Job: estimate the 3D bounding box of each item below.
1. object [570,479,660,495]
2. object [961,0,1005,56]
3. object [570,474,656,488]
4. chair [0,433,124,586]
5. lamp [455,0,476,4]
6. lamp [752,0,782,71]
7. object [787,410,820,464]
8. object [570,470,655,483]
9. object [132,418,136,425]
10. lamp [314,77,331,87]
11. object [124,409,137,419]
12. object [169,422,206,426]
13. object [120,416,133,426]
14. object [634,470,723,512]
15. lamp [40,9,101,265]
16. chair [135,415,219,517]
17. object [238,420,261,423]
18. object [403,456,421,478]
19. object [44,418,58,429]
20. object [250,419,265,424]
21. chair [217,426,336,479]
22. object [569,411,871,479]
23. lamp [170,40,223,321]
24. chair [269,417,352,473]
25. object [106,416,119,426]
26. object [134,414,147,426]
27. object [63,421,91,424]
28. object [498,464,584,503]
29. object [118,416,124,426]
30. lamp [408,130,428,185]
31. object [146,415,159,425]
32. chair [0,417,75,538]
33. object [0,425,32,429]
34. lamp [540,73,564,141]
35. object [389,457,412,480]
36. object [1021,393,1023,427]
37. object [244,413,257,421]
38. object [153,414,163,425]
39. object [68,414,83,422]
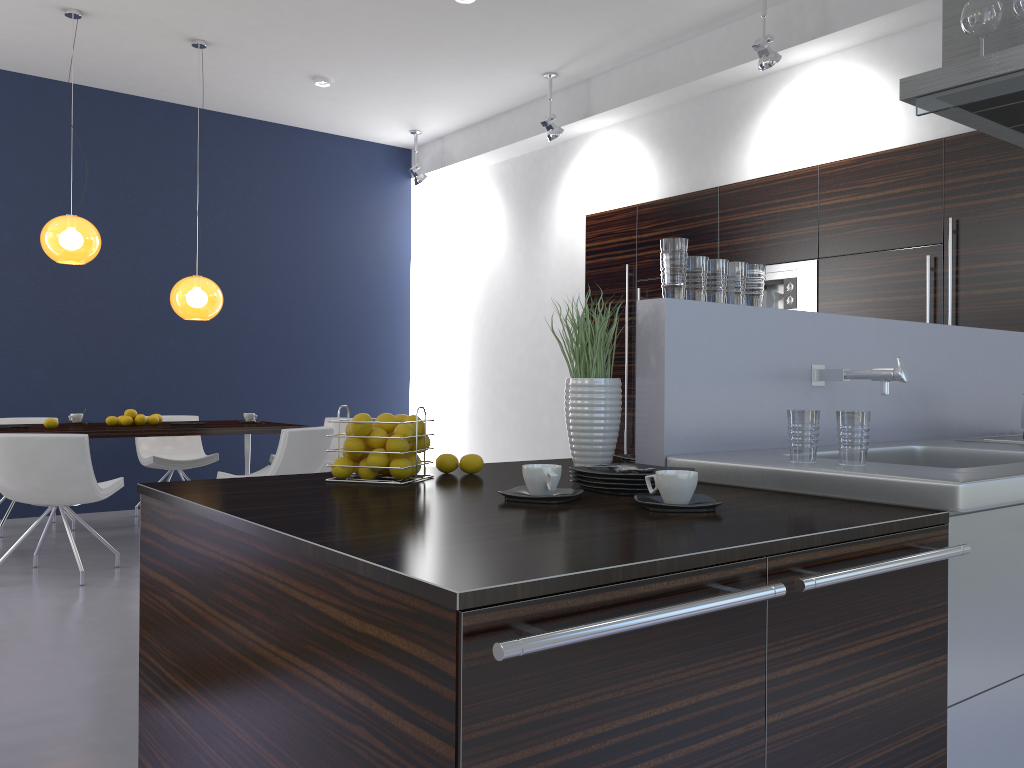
[{"bbox_3d":[0.262,0.223,1.938,0.232,0.020,0.232,1,0,-29],"label":"object"},{"bbox_3d":[1.509,-1.114,2.846,0.125,0.221,0.125,0,0,-13],"label":"object"},{"bbox_3d":[0.262,0.213,1.938,0.232,0.020,0.232,1,0,-29],"label":"object"},{"bbox_3d":[-2.516,0.663,4.896,0.508,0.805,0.620,0,0,-3],"label":"chair"},{"bbox_3d":[-0.291,-2.399,5.492,0.132,0.035,0.132,0,0,5],"label":"lamp"},{"bbox_3d":[1.327,-2.148,5.334,0.605,0.511,0.171,0,0,-6],"label":"lamp"},{"bbox_3d":[0.658,0.119,2.005,0.072,0.119,0.071,1,0,-38],"label":"object"},{"bbox_3d":[0.262,0.203,1.938,0.232,0.020,0.232,1,0,-34],"label":"object"},{"bbox_3d":[-2.578,0.248,6.077,0.069,0.071,0.081,0,0,29],"label":"object"},{"bbox_3d":[-1.510,-2.407,7.077,0.132,0.035,0.132,0,0,9],"label":"lamp"},{"bbox_3d":[-2.584,0.204,6.013,0.083,0.068,0.070,1,0,-34],"label":"object"},{"bbox_3d":[-2.269,0.278,6.194,0.232,0.020,0.232,0,0,-9],"label":"object"},{"bbox_3d":[-2.591,0.249,5.959,0.083,0.068,0.070,0,0,21],"label":"object"},{"bbox_3d":[0.309,0.199,1.659,0.153,0.069,0.153,0,0,-4],"label":"object"},{"bbox_3d":[-2.881,-1.614,5.807,0.358,1.645,0.359,0,0,-27],"label":"lamp"},{"bbox_3d":[-2.701,0.664,7.098,0.508,0.805,0.620,1,0,-38],"label":"chair"},{"bbox_3d":[-1.954,0.281,6.596,0.154,0.020,0.154,0,0,8],"label":"object"},{"bbox_3d":[-0.246,0.196,2.103,0.061,0.053,0.053,0,0,5],"label":"object"},{"bbox_3d":[-2.874,0.246,5.530,0.083,0.068,0.070,1,0,-34],"label":"object"},{"bbox_3d":[-1.870,0.274,6.520,0.155,0.028,0.032,0,0,33],"label":"object"},{"bbox_3d":[-1.479,0.672,5.681,0.620,0.805,0.508,0,0,22],"label":"chair"},{"bbox_3d":[0.446,0.131,1.979,0.646,0.147,0.269,0,0,-13],"label":"object"},{"bbox_3d":[-2.234,-1.444,6.308,0.359,1.974,0.358,1,0,-32],"label":"lamp"},{"bbox_3d":[-1.501,0.673,6.941,0.620,0.805,0.508,1,0,-43],"label":"chair"},{"bbox_3d":[-2.679,0.248,5.945,0.083,0.068,0.070,1,0,-34],"label":"object"},{"bbox_3d":[-2.520,0.244,6.017,0.076,0.080,0.094,1,0,-36],"label":"object"},{"bbox_3d":[-3.036,0.272,6.186,0.154,0.020,0.154,0,0,7],"label":"object"},{"bbox_3d":[0.059,0.197,1.768,0.153,0.069,0.153,0,0,26],"label":"object"},{"bbox_3d":[-2.643,0.249,6.026,0.083,0.068,0.070,0,0,21],"label":"object"},{"bbox_3d":[-0.903,-2.162,8.521,0.185,0.511,0.150,1,0,-38],"label":"lamp"},{"bbox_3d":[-2.472,0.250,6.100,0.083,0.068,0.070,1,0,-34],"label":"object"},{"bbox_3d":[-3.526,0.656,6.464,0.508,0.805,0.620,1,0,-43],"label":"chair"},{"bbox_3d":[-3.152,0.270,5.555,0.232,0.020,0.232,0,0,-9],"label":"object"},{"bbox_3d":[0.316,-2.154,6.935,0.185,0.511,0.150,1,0,-38],"label":"lamp"},{"bbox_3d":[-0.257,0.195,2.043,0.053,0.053,0.061,0,0,7],"label":"object"},{"bbox_3d":[1.737,0.040,2.803,0.220,0.196,0.229,0,0,45],"label":"object"},{"bbox_3d":[-1.944,0.250,6.598,0.101,0.064,0.081,0,0,-12],"label":"object"},{"bbox_3d":[-2.484,0.246,6.184,0.094,0.077,0.079,0,0,26],"label":"object"},{"bbox_3d":[-3.034,0.241,6.176,0.081,0.064,0.101,0,0,-13],"label":"object"}]
